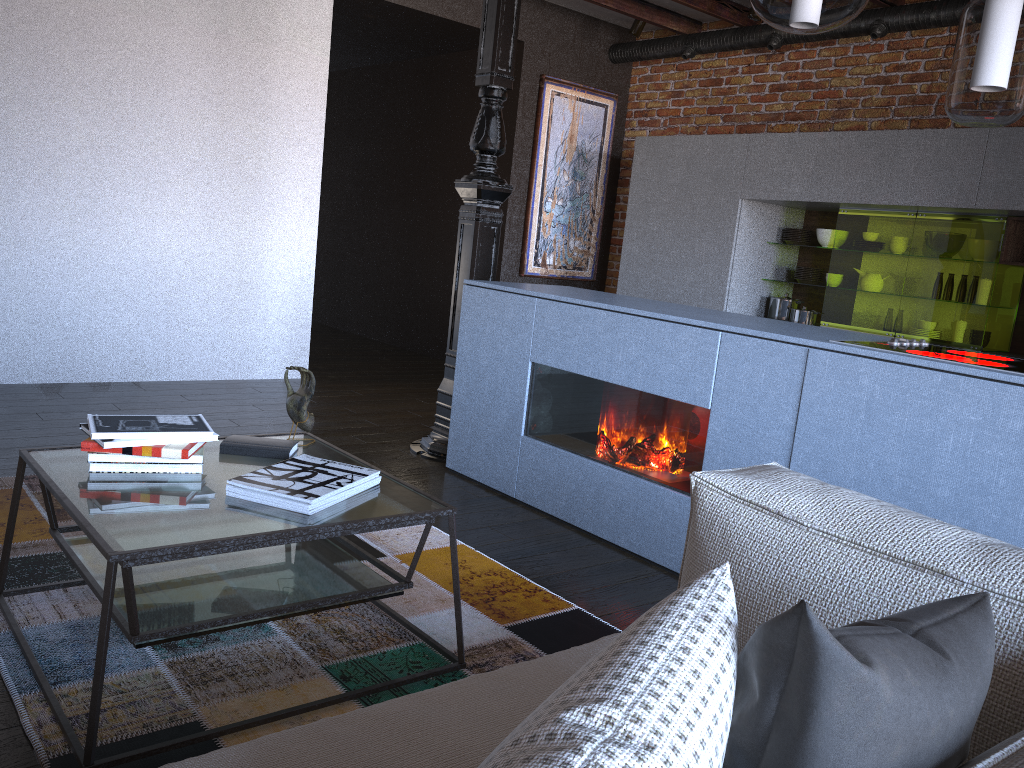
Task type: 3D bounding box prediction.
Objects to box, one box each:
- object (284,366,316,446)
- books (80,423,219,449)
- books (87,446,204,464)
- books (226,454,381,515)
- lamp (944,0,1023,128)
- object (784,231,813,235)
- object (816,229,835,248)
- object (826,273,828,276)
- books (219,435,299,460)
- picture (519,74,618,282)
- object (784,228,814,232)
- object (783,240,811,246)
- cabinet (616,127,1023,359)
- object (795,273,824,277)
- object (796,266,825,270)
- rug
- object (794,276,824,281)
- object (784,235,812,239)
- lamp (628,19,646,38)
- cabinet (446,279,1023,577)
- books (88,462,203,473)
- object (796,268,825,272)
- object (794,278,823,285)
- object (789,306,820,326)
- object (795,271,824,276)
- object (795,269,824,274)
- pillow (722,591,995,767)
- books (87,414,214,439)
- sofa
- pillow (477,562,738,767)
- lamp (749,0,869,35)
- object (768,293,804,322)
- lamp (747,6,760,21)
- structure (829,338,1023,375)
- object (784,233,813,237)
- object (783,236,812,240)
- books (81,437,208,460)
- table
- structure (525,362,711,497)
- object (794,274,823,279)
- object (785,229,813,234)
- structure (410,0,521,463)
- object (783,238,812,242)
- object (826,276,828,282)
[{"bbox_3d":[-0.595,0.054,2.469,0.099,0.223,0.093,6,10,0],"label":"object"},{"bbox_3d":[-0.877,0.116,2.147,0.268,0.014,0.196,-2,12,-41],"label":"books"},{"bbox_3d":[-0.883,0.154,2.156,0.251,0.023,0.209,3,10,-20],"label":"books"},{"bbox_3d":[-0.478,0.230,2.072,0.225,0.038,0.308,10,10,20],"label":"books"},{"bbox_3d":[1.291,-1.153,2.263,0.195,0.956,0.197,4,10,-10],"label":"lamp"},{"bbox_3d":[1.828,-0.953,5.665,0.180,0.027,0.180,9,10,18],"label":"object"},{"bbox_3d":[1.979,-0.896,5.496,0.191,0.113,0.191,0,11,-31],"label":"object"},{"bbox_3d":[1.993,-0.652,5.488,0.100,0.059,0.099,2,10,-26],"label":"object"},{"bbox_3d":[-0.668,0.165,2.356,0.182,0.029,0.129,6,9,-3],"label":"books"},{"bbox_3d":[0.437,-1.541,6.812,0.780,1.472,0.067,-2,12,-39],"label":"picture"},{"bbox_3d":[1.830,-0.973,5.662,0.180,0.027,0.180,9,10,18],"label":"object"},{"bbox_3d":[1.822,-0.900,5.674,0.180,0.027,0.180,9,10,18],"label":"object"},{"bbox_3d":[2.338,-0.414,4.871,0.713,1.810,4.170,-2,12,-40],"label":"cabinet"},{"bbox_3d":[1.880,-0.680,5.613,0.180,0.027,0.180,9,10,18],"label":"object"},{"bbox_3d":[1.884,-0.722,5.606,0.180,0.027,0.180,9,10,18],"label":"object"},{"bbox_3d":[-0.725,0.548,2.562,1.431,0.013,2.362,-2,12,-40],"label":"rug"},{"bbox_3d":[1.878,-0.659,5.617,0.180,0.027,0.180,9,10,18],"label":"object"},{"bbox_3d":[1.826,-0.932,5.669,0.180,0.027,0.180,9,10,18],"label":"object"},{"bbox_3d":[0.886,-2.529,6.204,0.130,0.207,0.091,10,10,22],"label":"lamp"},{"bbox_3d":[0.912,0.245,2.924,0.607,0.845,2.957,-2,12,-40],"label":"cabinet"},{"bbox_3d":[-0.885,0.176,2.160,0.247,0.024,0.209,3,10,-20],"label":"books"},{"bbox_3d":[1.883,-0.712,5.608,0.180,0.027,0.180,9,10,18],"label":"object"},{"bbox_3d":[1.877,-0.649,5.618,0.180,0.027,0.180,9,10,18],"label":"object"},{"bbox_3d":[1.796,-0.419,5.461,0.159,0.117,0.172,6,9,2],"label":"object"},{"bbox_3d":[1.881,-0.691,5.611,0.180,0.027,0.180,9,10,18],"label":"object"},{"bbox_3d":[1.882,-0.702,5.609,0.180,0.027,0.180,9,10,18],"label":"object"},{"bbox_3d":[0.300,0.352,0.876,0.238,0.417,0.538,14,12,39],"label":"pillow"},{"bbox_3d":[-0.875,0.101,2.144,0.268,0.014,0.196,1,11,-28],"label":"books"},{"bbox_3d":[-0.820,0.383,1.524,2.536,0.698,3.297,-2,12,-40],"label":"sofa"},{"bbox_3d":[0.023,0.367,0.683,0.250,0.402,0.543,12,11,32],"label":"pillow"},{"bbox_3d":[0.929,-1.407,2.672,0.364,0.665,0.364,12,11,32],"label":"lamp"},{"bbox_3d":[1.744,-0.491,5.674,0.193,0.178,0.208,6,9,2],"label":"object"},{"bbox_3d":[1.515,-2.341,5.455,0.116,0.201,0.087,9,10,18],"label":"lamp"},{"bbox_3d":[1.338,-0.045,2.406,0.504,0.057,0.763,-2,12,-40],"label":"structure"},{"bbox_3d":[1.827,-0.942,5.667,0.180,0.027,0.180,9,10,18],"label":"object"},{"bbox_3d":[1.825,-0.921,5.670,0.180,0.027,0.180,9,10,18],"label":"object"},{"bbox_3d":[-0.874,0.138,2.130,0.239,0.023,0.190,5,9,-6],"label":"books"},{"bbox_3d":[-0.678,0.412,2.124,0.842,0.389,0.848,-2,12,-40],"label":"table"},{"bbox_3d":[0.469,0.169,3.271,0.332,0.395,0.943,-2,12,-40],"label":"structure"},{"bbox_3d":[1.879,-0.670,5.615,0.180,0.027,0.180,9,10,18],"label":"object"},{"bbox_3d":[1.829,-0.964,5.663,0.180,0.027,0.180,9,10,18],"label":"object"},{"bbox_3d":[-2.222,-0.514,0.656,0.481,2.396,8.510,12,11,30],"label":"structure"},{"bbox_3d":[1.824,-0.911,5.672,0.180,0.027,0.180,9,10,18],"label":"object"},{"bbox_3d":[1.991,-0.632,5.491,0.100,0.059,0.099,2,10,-26],"label":"object"}]
